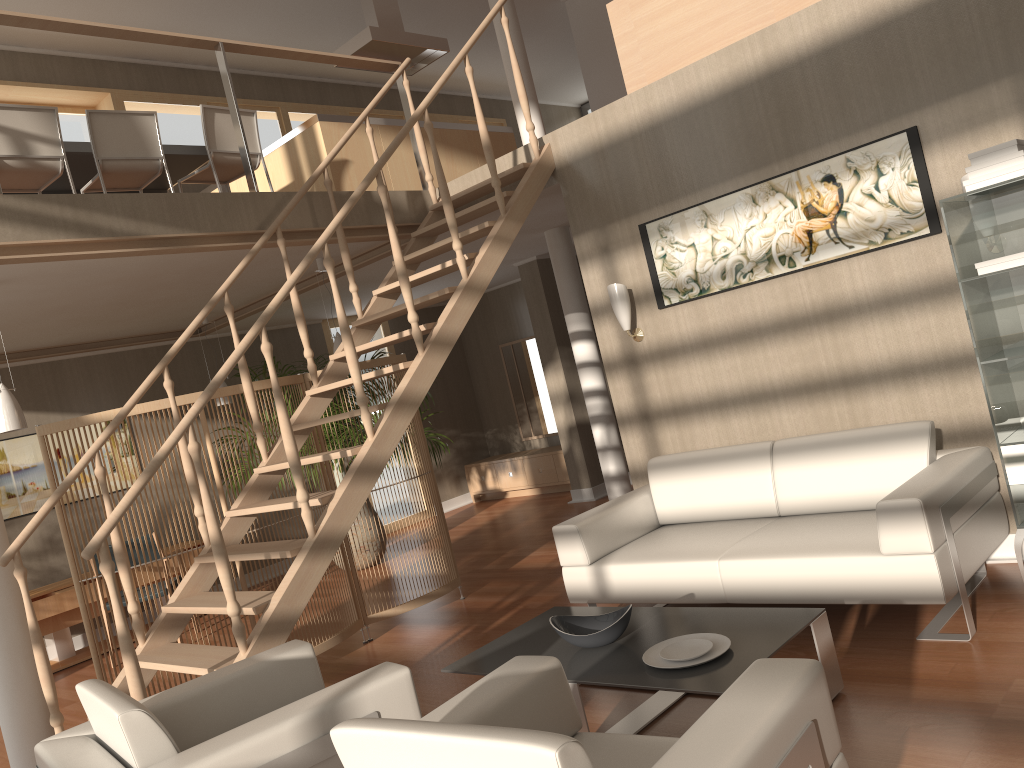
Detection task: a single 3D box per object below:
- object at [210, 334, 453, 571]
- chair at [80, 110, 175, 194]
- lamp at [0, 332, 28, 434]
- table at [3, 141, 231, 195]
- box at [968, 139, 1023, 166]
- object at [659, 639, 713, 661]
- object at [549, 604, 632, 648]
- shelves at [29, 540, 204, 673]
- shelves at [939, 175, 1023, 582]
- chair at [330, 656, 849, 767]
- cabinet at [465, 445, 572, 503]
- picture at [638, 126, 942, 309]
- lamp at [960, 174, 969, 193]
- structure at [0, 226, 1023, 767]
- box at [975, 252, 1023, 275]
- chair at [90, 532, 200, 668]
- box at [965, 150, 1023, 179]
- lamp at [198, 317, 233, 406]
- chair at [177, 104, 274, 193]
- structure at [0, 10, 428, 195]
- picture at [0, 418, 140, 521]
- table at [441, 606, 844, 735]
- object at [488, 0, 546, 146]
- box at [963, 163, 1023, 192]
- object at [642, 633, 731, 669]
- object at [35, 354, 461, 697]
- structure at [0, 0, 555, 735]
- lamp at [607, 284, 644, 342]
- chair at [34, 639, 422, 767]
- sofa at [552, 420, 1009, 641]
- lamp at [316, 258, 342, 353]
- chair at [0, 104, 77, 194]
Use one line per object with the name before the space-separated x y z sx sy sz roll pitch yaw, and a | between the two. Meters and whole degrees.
object | -1.578 0.732 7.938 2.109 2.304 2.157 -13 0 32
chair | -2.470 -1.265 5.651 0.430 0.796 0.496 -14 1 -42
lamp | -2.750 -0.139 4.720 0.139 0.800 0.139 -14 0 -32
table | -2.929 -1.125 6.031 0.900 0.740 1.800 -13 1 43
box | 1.843 -0.873 3.358 0.168 0.047 0.168 -13 1 43
object | 0.577 0.885 2.929 0.178 0.020 0.178 -14 0 -7
object | 0.302 0.898 3.260 0.317 0.125 0.223 -14 0 15
shelves | -3.132 1.762 7.059 0.658 0.590 1.600 -13 1 43
shelves | 2.057 0.020 3.384 0.400 1.600 0.403 -13 1 43
chair | 0.121 0.944 1.854 0.900 0.740 0.905 -13 1 38
cabinet | 0.322 0.980 9.932 1.911 0.458 0.500 -13 1 43
picture | 1.314 -0.786 4.473 1.531 0.487 0.018 -13 1 43
lamp | 2.010 -0.725 3.767 0.112 0.353 0.153 -13 1 43
structure | 0.718 -0.155 6.070 8.342 2.533 10.775 -13 1 43
box | 1.925 -0.473 3.367 0.232 0.047 0.232 -14 1 -42
chair | -2.719 1.539 6.540 0.582 0.856 0.509 -14 0 -7
box | 1.855 -0.827 3.360 0.200 0.047 0.200 -13 1 43
lamp | -2.530 -0.213 7.536 0.139 0.800 0.139 -14 0 18
chair | -1.955 -1.392 5.995 0.496 0.796 0.430 -13 1 38
structure | -2.980 -1.195 6.041 3.475 0.900 3.300 -13 1 43
picture | -3.748 0.691 7.314 0.010 0.633 1.317 -13 1 43
table | 0.438 1.079 3.242 1.260 0.293 0.700 -13 1 43
object | 0.002 -2.699 7.117 0.200 2.400 0.200 -13 1 43
box | 1.867 -0.781 3.357 0.232 0.047 0.232 -13 1 43
object | 0.578 0.887 2.929 0.294 0.020 0.294 -14 0 15
object | -1.256 0.740 4.968 2.229 1.542 0.233 -14 1 -42
structure | -0.971 -0.271 4.527 1.000 3.578 3.150 -13 1 43
lamp | 0.650 -0.405 5.078 0.112 0.353 0.153 -13 1 43
chair | -0.851 1.174 2.687 0.905 0.740 0.900 -14 1 -37
sofa | 1.159 0.676 4.056 1.781 0.740 0.905 -13 1 43
lamp | -1.282 -0.507 6.334 0.139 0.800 0.139 -14 0 -11
chair | -2.884 -1.161 5.204 0.496 0.796 0.430 -13 1 43
